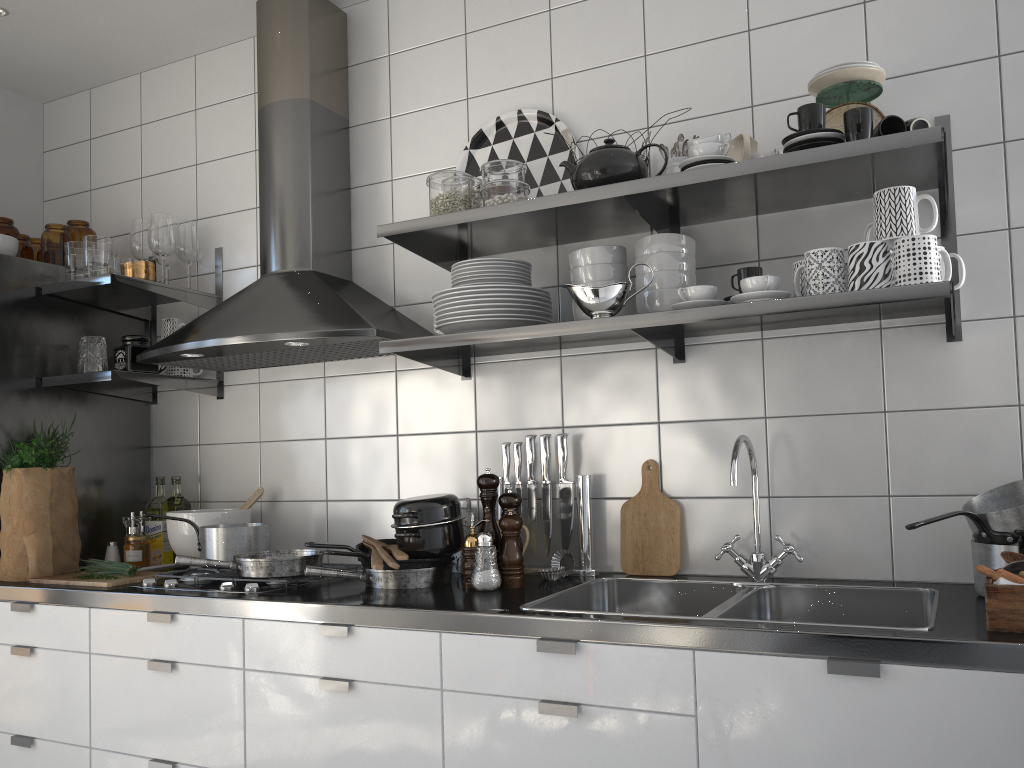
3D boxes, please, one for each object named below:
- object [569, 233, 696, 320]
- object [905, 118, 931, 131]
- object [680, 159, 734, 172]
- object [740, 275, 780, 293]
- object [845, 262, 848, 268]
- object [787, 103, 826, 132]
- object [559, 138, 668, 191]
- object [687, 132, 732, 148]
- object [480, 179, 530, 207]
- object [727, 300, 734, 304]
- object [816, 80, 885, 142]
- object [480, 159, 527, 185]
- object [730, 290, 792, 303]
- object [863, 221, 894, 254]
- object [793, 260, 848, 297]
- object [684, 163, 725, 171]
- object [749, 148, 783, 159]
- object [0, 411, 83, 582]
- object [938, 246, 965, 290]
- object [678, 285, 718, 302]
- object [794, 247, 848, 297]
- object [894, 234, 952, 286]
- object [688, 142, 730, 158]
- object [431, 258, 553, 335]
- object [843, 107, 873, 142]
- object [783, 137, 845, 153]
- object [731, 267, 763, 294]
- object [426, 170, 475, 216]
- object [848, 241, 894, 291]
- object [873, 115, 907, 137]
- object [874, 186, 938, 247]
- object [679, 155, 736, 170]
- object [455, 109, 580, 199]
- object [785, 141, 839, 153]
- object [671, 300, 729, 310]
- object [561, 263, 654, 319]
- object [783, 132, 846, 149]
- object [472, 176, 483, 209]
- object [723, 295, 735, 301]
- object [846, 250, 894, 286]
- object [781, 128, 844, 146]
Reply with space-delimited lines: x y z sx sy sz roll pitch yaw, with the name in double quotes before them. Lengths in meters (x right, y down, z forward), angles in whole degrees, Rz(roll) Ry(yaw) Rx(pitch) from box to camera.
"object" 0.290 -0.231 2.143 0.310 0.216 0.150 -4 -4 24
"object" 0.786 -0.501 1.758 0.069 0.059 0.083 -2 -4 5
"object" 0.424 -0.454 1.907 0.121 0.021 0.121 -5 -6 31
"object" 0.508 -0.191 1.814 0.079 0.047 0.083 -5 -6 39
"object" 0.750 -0.208 1.895 0.108 0.100 0.083 -3 -4 16
"object" 0.604 -0.523 1.805 0.055 0.078 0.071 2 -5 -43
"object" 0.229 -0.489 2.027 0.178 0.142 0.200 0 -5 -22
"object" 0.421 -0.514 1.910 0.083 0.067 0.078 -5 -6 41
"object" -0.016 -0.441 2.139 0.121 0.079 0.121 -3 -5 13
"object" 0.536 -0.175 1.976 0.121 0.023 0.121 -2 -5 -2
"object" 0.746 -0.544 1.954 0.159 0.208 0.185 -4 -4 27
"object" -0.020 -0.475 2.267 0.121 0.170 0.121 2 -5 -43
"object" 0.510 -0.170 1.814 0.121 0.021 0.121 -5 -6 31
"object" 0.796 -0.314 1.851 0.083 0.100 0.109 -1 -4 -4
"object" 0.641 -0.209 1.860 0.083 0.100 0.109 0 -5 -29
"object" 0.425 -0.445 1.907 0.121 0.021 0.121 -5 -6 31
"object" 0.553 -0.469 1.910 0.079 0.047 0.083 -5 -6 39
"object" -1.400 0.327 2.636 0.174 0.508 0.283 -2 -4 14
"object" 0.846 -0.221 1.785 0.108 0.100 0.083 -3 -4 13
"object" 0.400 -0.180 1.895 0.079 0.047 0.083 -3 -5 19
"object" 0.627 -0.214 1.789 0.083 0.100 0.109 -1 -4 -4
"object" 0.785 -0.228 1.691 0.108 0.100 0.083 -3 -4 16
"object" 0.421 -0.485 1.909 0.079 0.049 0.082 -2 -5 0
"object" -0.050 -0.202 2.236 0.306 0.194 0.301 -4 -5 31
"object" 0.682 -0.496 1.731 0.055 0.077 0.070 -1 -4 -10
"object" 0.613 -0.470 1.797 0.121 0.021 0.121 -5 -6 31
"object" 0.531 -0.218 1.987 0.055 0.078 0.071 -1 -4 -13
"object" -0.153 -0.455 2.220 0.121 0.130 0.121 -3 -4 13
"object" 0.711 -0.222 1.728 0.108 0.100 0.083 -3 -4 16
"object" 0.749 -0.493 1.763 0.069 0.058 0.080 -2 -4 0
"object" 0.751 -0.325 1.709 0.083 0.100 0.109 0 -5 -29
"object" 0.421 -0.464 1.909 0.121 0.024 0.121 -4 -5 22
"object" 0.008 -0.570 2.459 0.395 0.392 0.053 -4 -4 27
"object" 0.613 -0.460 1.796 0.121 0.021 0.121 -2 -5 4
"object" 0.401 -0.159 1.896 0.121 0.021 0.121 -4 -6 24
"object" 0.216 -0.200 2.005 0.210 0.134 0.102 -2 -4 9
"object" 0.613 -0.479 1.796 0.121 0.023 0.121 1 -6 -32
"object" -0.132 -0.462 2.381 0.121 0.170 0.121 2 -5 -43
"object" 0.534 -0.184 1.979 0.121 0.023 0.121 -2 -5 7
"object" 0.737 -0.215 1.819 0.083 0.100 0.109 -1 -4 -4
"object" 0.610 -0.489 1.799 0.121 0.023 0.121 0 -5 -23
